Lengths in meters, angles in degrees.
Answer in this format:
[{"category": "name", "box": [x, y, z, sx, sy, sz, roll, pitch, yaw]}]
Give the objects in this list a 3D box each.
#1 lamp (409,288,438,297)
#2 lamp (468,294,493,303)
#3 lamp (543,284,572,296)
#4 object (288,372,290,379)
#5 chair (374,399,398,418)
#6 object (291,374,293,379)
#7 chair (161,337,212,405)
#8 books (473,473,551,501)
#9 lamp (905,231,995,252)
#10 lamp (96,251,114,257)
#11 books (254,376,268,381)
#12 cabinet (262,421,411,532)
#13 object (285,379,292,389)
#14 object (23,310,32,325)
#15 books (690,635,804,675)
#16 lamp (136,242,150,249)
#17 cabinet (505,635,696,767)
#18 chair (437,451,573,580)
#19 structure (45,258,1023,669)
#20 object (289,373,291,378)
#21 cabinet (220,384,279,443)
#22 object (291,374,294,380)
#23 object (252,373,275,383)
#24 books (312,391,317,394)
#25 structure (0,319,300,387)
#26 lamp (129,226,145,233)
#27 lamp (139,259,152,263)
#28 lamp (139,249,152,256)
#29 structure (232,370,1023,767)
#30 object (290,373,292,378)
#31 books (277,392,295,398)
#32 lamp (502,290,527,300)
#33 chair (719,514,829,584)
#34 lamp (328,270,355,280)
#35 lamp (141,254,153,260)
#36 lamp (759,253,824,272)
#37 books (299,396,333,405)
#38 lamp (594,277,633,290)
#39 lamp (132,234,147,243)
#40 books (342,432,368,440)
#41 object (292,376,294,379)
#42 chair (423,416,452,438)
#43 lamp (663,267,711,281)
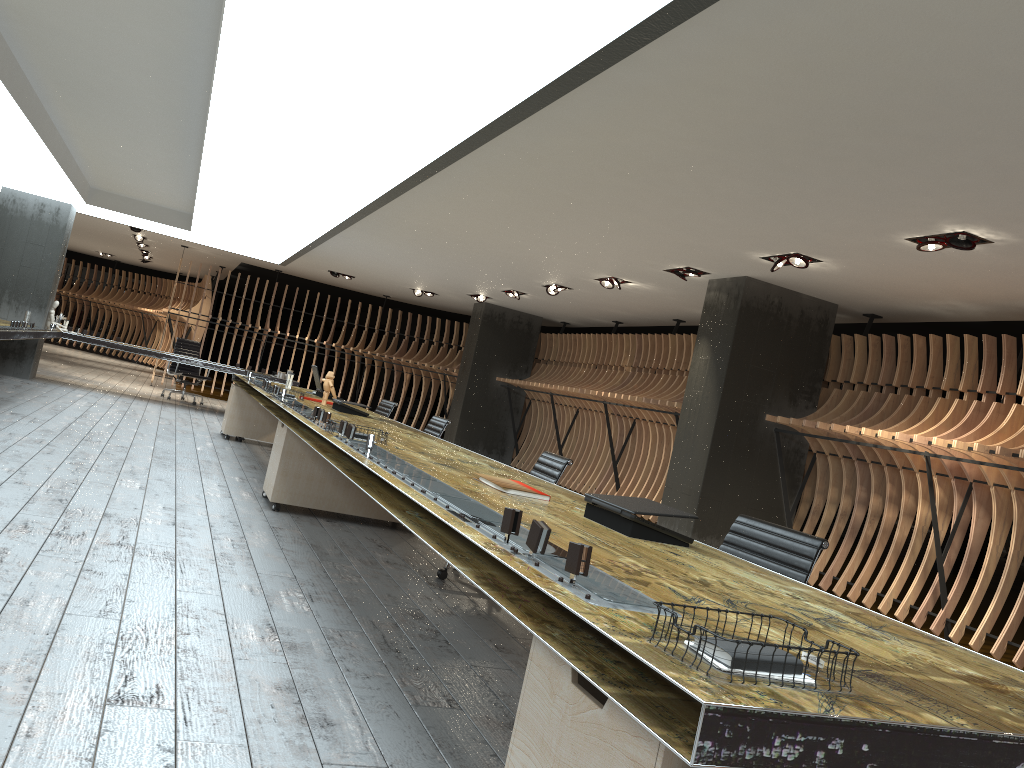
[{"category": "lamp", "box": [-1.565, -1.694, 15.914, 0.493, 0.292, 0.269, 12, -2, 24]}, {"category": "lamp", "box": [-0.533, -1.494, 14.761, 0.269, 0.293, 0.493, 14, -2, -28]}, {"category": "lamp", "box": [0.611, -1.323, 11.786, 0.269, 0.288, 0.493, 13, -2, -21]}, {"category": "object", "box": [-2.508, -0.046, 9.935, 0.007, 0.170, 0.030, 12, -2, 9]}, {"category": "chair", "box": [-1.716, 0.555, 9.935, 0.666, 0.860, 0.694, 14, -3, -35]}, {"category": "object", "box": [-2.482, -0.040, 9.931, 0.030, 0.170, 0.007, 12, -3, 19]}, {"category": "chair", "box": [-5.352, -0.209, 14.760, 0.664, 1.024, 0.700, 14, -3, -40]}, {"category": "books", "box": [-0.007, 0.425, 3.677, 0.212, 0.026, 0.366, 13, -2, -21]}, {"category": "lamp", "box": [2.871, -0.979, 5.825, 0.269, 0.294, 0.493, 13, -2, -21]}, {"category": "lamp", "box": [-11.027, -3.579, 24.076, 0.493, 0.295, 0.269, 12, -2, 7]}, {"category": "books", "box": [-3.060, -0.068, 10.821, 0.155, 0.025, 0.110, 13, -2, -26]}, {"category": "cabinet", "box": [-1.243, 0.691, 6.755, 1.130, 0.631, 0.594, 13, -2, -21]}, {"category": "object", "box": [-2.505, 0.002, 9.947, 0.062, 0.111, 0.061, 12, -2, 13]}, {"category": "object", "box": [-6.703, -0.919, 12.260, 0.079, 0.188, 0.079, 13, -2, -6]}, {"category": "books", "box": [0.388, 0.446, 1.471, 0.155, 0.025, 0.110, 13, -2, -26]}, {"category": "lamp", "box": [-7.886, -3.021, 18.962, 0.269, 0.289, 0.493, 13, -2, -21]}, {"category": "cabinet", "box": [0.604, 0.971, 1.891, 1.130, 0.631, 0.594, 13, -2, -21]}, {"category": "chair", "box": [-0.062, 0.801, 5.419, 0.666, 0.860, 0.694, 14, -2, -25]}, {"category": "structure", "box": [-4.734, -1.011, 9.421, 14.862, 2.441, 36.579, 13, -2, -21]}, {"category": "object", "box": [-2.500, -0.044, 9.929, 0.007, 0.170, 0.030, 13, -3, -18]}, {"category": "cabinet", "box": [-2.881, 0.436, 10.769, 1.130, 0.631, 0.594, 13, -2, -21]}, {"category": "object", "box": [-2.475, -0.038, 9.939, 0.030, 0.170, 0.007, 13, -2, -8]}, {"category": "object", "box": [-3.053, -0.076, 10.820, 0.301, 0.074, 0.217, 13, -2, -26]}, {"category": "books", "box": [-2.122, 0.107, 9.870, 0.186, 0.027, 0.112, 14, -2, -36]}, {"category": "structure", "box": [-2.884, 0.191, 5.812, 4.829, 0.845, 18.488, 13, -2, -21]}, {"category": "lamp", "box": [-6.757, -2.847, 15.982, 0.269, 0.295, 0.493, 13, -2, -21]}, {"category": "lamp", "box": [-9.650, -3.291, 23.401, 0.269, 0.293, 0.493, 14, -2, -38]}, {"category": "lamp", "box": [-8.452, -3.103, 20.452, 0.269, 0.296, 0.493, 13, -2, -21]}, {"category": "structure", "box": [-1.137, 0.592, 6.261, 1.160, 0.845, 10.458, 13, -2, -21]}, {"category": "object", "box": [-2.491, -0.042, 9.928, 0.007, 0.170, 0.030, 15, -3, -44]}, {"category": "books", "box": [-1.954, 0.092, 7.634, 0.155, 0.025, 0.110, 13, -2, -26]}, {"category": "lamp", "box": [0.045, -1.406, 13.276, 0.269, 0.293, 0.493, 13, -2, -21]}, {"category": "chair", "box": [0.731, 0.921, 3.357, 0.666, 0.860, 0.694, 14, -3, -35]}, {"category": "lamp", "box": [-3.078, -2.026, 16.057, 0.492, 0.294, 0.269, 13, -2, -14]}, {"category": "lamp", "box": [-9.017, -3.190, 21.943, 0.269, 0.293, 0.493, 13, -2, -21]}, {"category": "lamp", "box": [2.306, -1.065, 7.316, 0.269, 0.292, 0.493, 13, -2, -21]}, {"category": "books", "box": [-1.766, 0.154, 8.157, 0.365, 0.026, 0.213, 13, -2, -10]}, {"category": "lamp", "box": [1.176, -1.238, 10.296, 0.269, 0.288, 0.493, 13, -2, -21]}, {"category": "lamp", "box": [-7.321, -2.938, 17.472, 0.269, 0.284, 0.493, 13, -2, -21]}, {"category": "books", "box": [-0.816, 0.264, 4.625, 0.155, 0.025, 0.110, 13, -2, -26]}, {"category": "object", "box": [-2.472, -0.037, 9.948, 0.030, 0.170, 0.007, 14, -3, -34]}, {"category": "chair", "box": [-0.970, 0.666, 7.902, 0.666, 0.860, 0.694, 14, -2, -30]}, {"category": "lamp", "box": [1.741, -1.149, 8.806, 0.269, 0.296, 0.493, 13, -2, -21]}]
